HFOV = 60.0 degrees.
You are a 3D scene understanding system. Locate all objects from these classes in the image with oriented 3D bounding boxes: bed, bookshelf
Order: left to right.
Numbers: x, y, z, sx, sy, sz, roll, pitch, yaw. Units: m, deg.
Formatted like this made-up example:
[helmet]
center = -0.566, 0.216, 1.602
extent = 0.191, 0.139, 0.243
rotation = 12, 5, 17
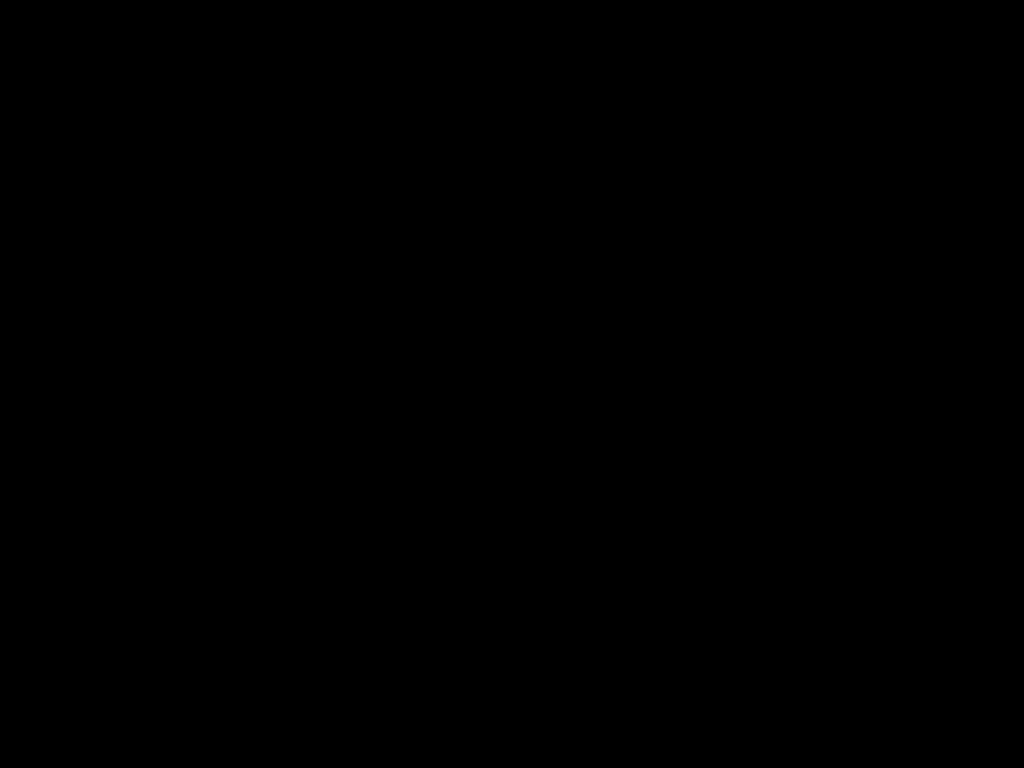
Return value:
[bed]
center = -0.085, -0.323, 0.774
extent = 2.087, 0.994, 3.009
rotation = 2, -1, 36
[bookshelf]
center = 0.960, 0.096, 2.252
extent = 1.495, 0.303, 0.643
rotation = 2, -1, 36

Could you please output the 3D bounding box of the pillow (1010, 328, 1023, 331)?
[pillow]
center = 1.087, -0.168, 1.868
extent = 0.498, 0.241, 0.470
rotation = 3, -1, 1
